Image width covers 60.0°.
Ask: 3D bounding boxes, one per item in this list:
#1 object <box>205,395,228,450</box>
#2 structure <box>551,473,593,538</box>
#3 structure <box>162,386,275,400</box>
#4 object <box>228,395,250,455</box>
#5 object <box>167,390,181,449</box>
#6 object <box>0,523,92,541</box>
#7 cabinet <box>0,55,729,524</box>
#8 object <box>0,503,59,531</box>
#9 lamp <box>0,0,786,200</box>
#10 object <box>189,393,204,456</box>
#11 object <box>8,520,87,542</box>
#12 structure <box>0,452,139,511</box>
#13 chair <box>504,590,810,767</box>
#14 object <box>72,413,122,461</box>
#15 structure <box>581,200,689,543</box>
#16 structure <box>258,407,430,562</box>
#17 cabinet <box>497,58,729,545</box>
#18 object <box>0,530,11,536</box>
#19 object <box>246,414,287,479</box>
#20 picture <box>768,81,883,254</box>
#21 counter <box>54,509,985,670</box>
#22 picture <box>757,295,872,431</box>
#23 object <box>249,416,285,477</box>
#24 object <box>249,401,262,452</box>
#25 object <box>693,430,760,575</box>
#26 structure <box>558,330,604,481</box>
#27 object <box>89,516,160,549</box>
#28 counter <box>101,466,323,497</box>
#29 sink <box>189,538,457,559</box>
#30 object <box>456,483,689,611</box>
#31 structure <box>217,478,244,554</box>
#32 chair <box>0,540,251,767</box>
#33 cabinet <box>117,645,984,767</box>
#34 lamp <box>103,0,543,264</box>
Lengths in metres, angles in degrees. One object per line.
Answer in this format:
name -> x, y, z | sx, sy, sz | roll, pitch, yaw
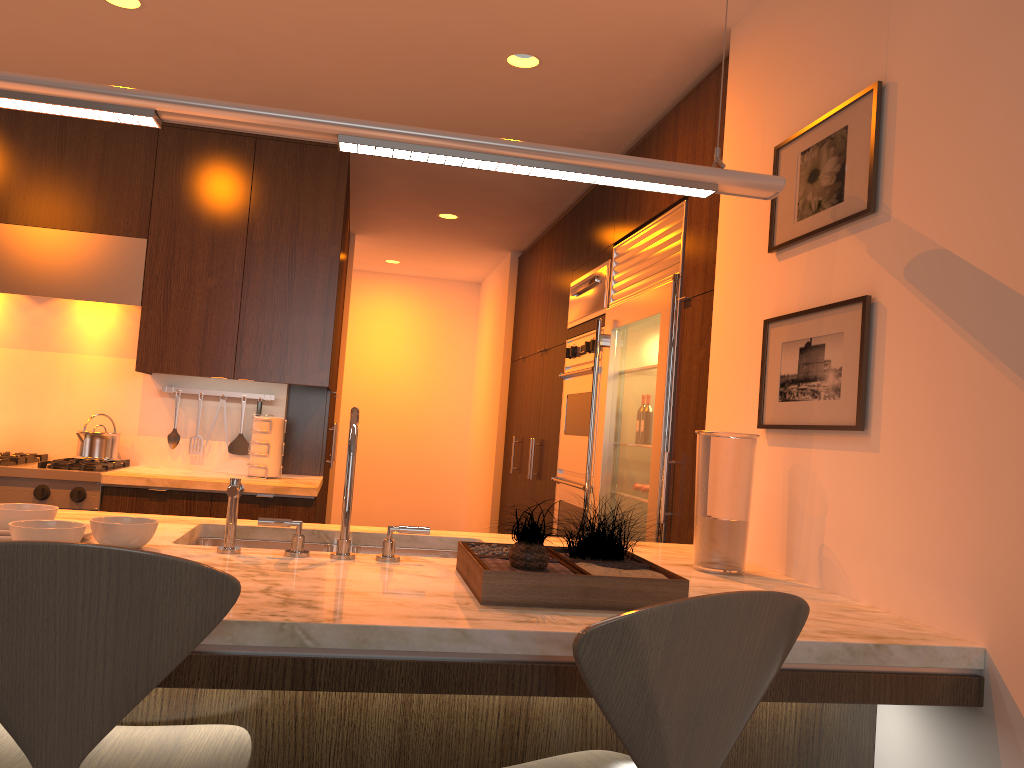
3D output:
object -> -1.464, 0.189, 4.430 | 0.114, 0.271, 0.008 | 5, -3, -10
structure -> 0.286, 0.744, 4.501 | 0.064, 0.544, 0.710 | 5, -3, -10
structure -> -1.468, 0.047, 4.442 | 0.541, 0.031, 0.048 | 5, -3, -7
object -> -1.359, 0.207, 4.465 | 0.112, 0.303, 0.036 | 5, -3, -10
object -> -1.665, 0.175, 4.392 | 0.061, 0.296, 0.020 | 5, -3, -11
object -> -1.073, 0.323, 1.939 | 0.310, 0.021, 0.309 | 5, -3, -10
cabinet -> -1.409, -0.247, 2.535 | 5.521, 2.997, 7.728 | 5, -3, -10
object -> -1.071, 0.298, 1.940 | 0.139, 0.059, 0.138 | 4, -3, 16
lamp -> -0.545, -0.925, 1.958 | 2.465, 0.765, 0.120 | 5, -3, -10
object -> -1.562, 0.200, 4.413 | 0.066, 0.314, 0.004 | 5, -3, -10
object -> -0.915, 0.305, 1.744 | 0.139, 0.059, 0.138 | 4, -3, 16
structure -> -2.320, 0.337, 4.018 | 1.067, 0.422, 0.824 | 5, -3, -10
chair -> 0.106, 0.781, 1.286 | 0.520, 1.047, 0.506 | 7, -4, -35
object -> -1.967, 0.249, 4.227 | 0.221, 0.218, 0.221 | 6, -3, -25
structure -> 0.746, 0.419, 3.722 | 0.687, 2.129, 0.915 | 5, -3, -10
structure -> -0.348, 0.222, 2.023 | 0.310, 0.341, 0.321 | 3, -4, 27
cabinet -> 0.602, 0.261, 4.816 | 0.690, 2.540, 3.924 | 5, -3, -10
object -> -1.073, 0.319, 1.939 | 0.217, 0.025, 0.216 | 4, -3, 7
object -> -1.185, 0.299, 4.261 | 0.160, 0.304, 0.168 | 2, -4, 34
picture -> 0.768, -0.520, 2.219 | 0.012, 0.298, 0.493 | 5, -3, -10
counter -> -0.626, 0.386, 1.926 | 2.711, 0.038, 1.280 | 5, -3, -10
picture -> 0.731, -0.037, 2.190 | 0.012, 0.300, 0.496 | 5, -3, -10
object -> -1.178, 0.301, 4.255 | 0.144, 0.286, 0.149 | 6, -4, -28
object -> -1.281, 0.228, 4.461 | 0.063, 0.281, 0.063 | 6, -4, -33
object -> 0.532, 0.297, 2.239 | 0.159, 0.349, 0.159 | 7, -4, -36
structure -> 0.619, 0.416, 4.575 | 0.687, 1.294, 0.743 | 5, -3, -10
object -> -0.828, 0.320, 1.891 | 0.139, 0.059, 0.138 | 4, -3, 16
counter -> -2.612, 0.319, 3.491 | 3.616, 0.038, 3.187 | 5, -3, -10
sink -> -0.439, 0.525, 2.256 | 0.813, 0.176, 0.457 | 5, -3, -10
object -> 0.156, 0.306, 1.850 | 0.497, 0.231, 0.503 | 5, -3, -10
structure -> -0.612, 0.288, 1.938 | 0.050, 0.161, 0.067 | 5, -3, -10
chair -> -0.641, 0.726, 1.309 | 0.520, 1.047, 0.506 | 5, -3, -10
cabinet -> -0.661, 0.841, 1.900 | 2.713, 0.876, 1.281 | 5, -3, -10
lamp -> -8.206, -1.906, 3.341 | 16.431, 0.171, 5.868 | 5, -3, -10
